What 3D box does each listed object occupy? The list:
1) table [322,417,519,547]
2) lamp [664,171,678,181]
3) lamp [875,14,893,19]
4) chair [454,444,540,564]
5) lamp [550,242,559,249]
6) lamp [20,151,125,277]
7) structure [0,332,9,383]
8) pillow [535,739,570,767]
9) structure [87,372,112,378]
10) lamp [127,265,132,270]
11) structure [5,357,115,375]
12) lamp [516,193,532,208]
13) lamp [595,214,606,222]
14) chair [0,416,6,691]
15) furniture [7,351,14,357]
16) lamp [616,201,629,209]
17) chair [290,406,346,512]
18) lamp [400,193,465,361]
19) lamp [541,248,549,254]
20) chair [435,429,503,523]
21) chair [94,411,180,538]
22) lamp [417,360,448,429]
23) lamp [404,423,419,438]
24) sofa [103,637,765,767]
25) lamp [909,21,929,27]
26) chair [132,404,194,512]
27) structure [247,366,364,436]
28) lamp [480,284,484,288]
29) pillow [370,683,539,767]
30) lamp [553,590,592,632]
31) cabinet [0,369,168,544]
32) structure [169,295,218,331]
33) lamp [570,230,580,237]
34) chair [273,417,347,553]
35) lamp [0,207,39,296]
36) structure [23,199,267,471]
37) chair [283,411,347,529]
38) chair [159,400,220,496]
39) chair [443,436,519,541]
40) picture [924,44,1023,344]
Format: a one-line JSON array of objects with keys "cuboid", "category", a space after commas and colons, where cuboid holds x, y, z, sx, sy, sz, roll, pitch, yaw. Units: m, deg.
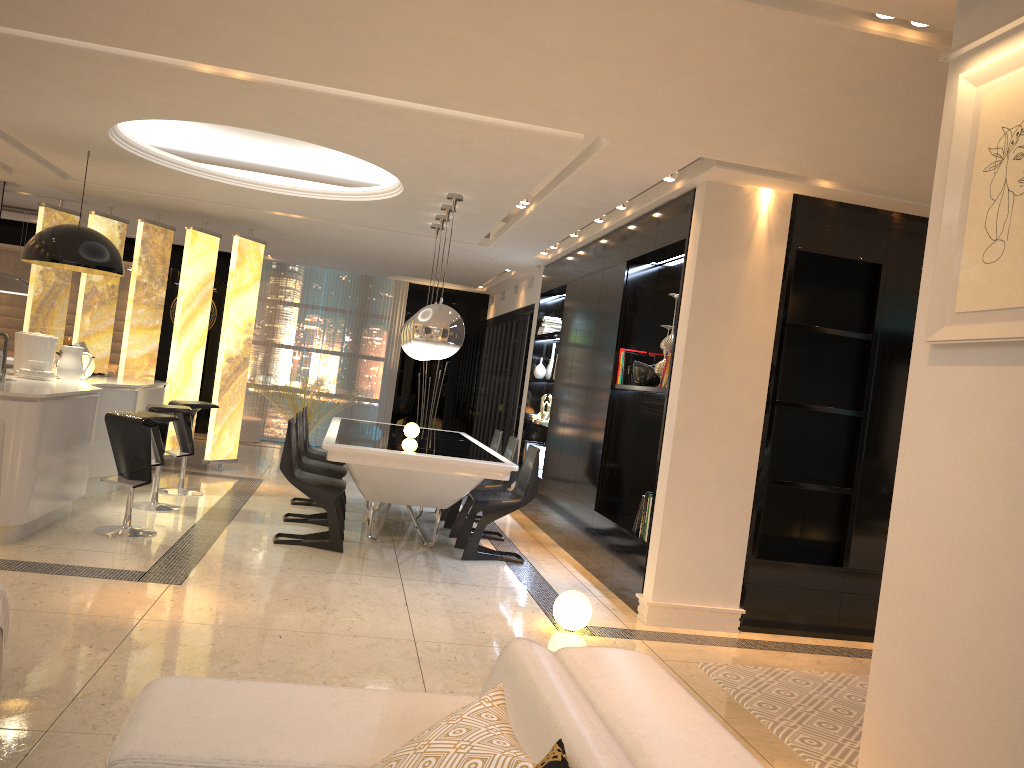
[{"cuboid": [-0.887, 0.808, 7.213, 1.293, 0.759, 3.031, 8, 0, -10], "category": "table"}, {"cuboid": [0.974, -1.315, 5.464, 0.107, 0.127, 0.107, 8, 0, -29], "category": "lamp"}, {"cuboid": [1.256, -1.282, 2.945, 0.107, 0.127, 0.107, 8, 0, -29], "category": "lamp"}, {"cuboid": [-0.106, 0.860, 6.591, 0.496, 0.858, 0.523, 8, 0, -10], "category": "chair"}, {"cuboid": [0.410, -1.384, 8.642, 0.107, 0.127, 0.107, 8, 0, -29], "category": "lamp"}, {"cuboid": [-3.256, -1.318, 6.702, 0.710, 0.898, 0.710, 7, 0, 0], "category": "lamp"}, {"cuboid": [-3.239, -0.172, 5.508, 0.177, 0.310, 0.089, 8, 0, -10], "category": "structure"}, {"cuboid": [-0.056, 0.702, 1.083, 0.323, 0.355, 0.524, 8, 0, -10], "category": "pillow"}, {"cuboid": [-3.869, -0.106, 7.758, 0.502, 0.026, 0.811, 8, 0, -10], "category": "structure"}, {"cuboid": [-5.791, -1.792, 13.469, 0.107, 0.127, 0.107, 8, 0, -29], "category": "lamp"}, {"cuboid": [-6.503, 0.046, 10.613, 2.912, 0.812, 1.659, 8, 0, -10], "category": "structure"}, {"cuboid": [0.089, -1.429, 6.804, 0.107, 0.127, 0.271, 8, 0, -10], "category": "lamp"}, {"cuboid": [0.694, -1.349, 7.041, 0.107, 0.127, 0.107, 8, 0, -29], "category": "lamp"}, {"cuboid": [-1.855, 0.555, 2.421, 1.027, 0.991, 0.983, 8, 0, -11], "category": "chair"}, {"cuboid": [-7.861, -0.124, 12.901, 1.312, 0.810, 1.107, 8, 0, -10], "category": "furniture"}, {"cuboid": [0.799, -1.336, 6.453, 0.107, 0.127, 0.107, 8, 0, -29], "category": "lamp"}, {"cuboid": [-1.677, 0.656, 7.926, 0.496, 0.858, 0.523, 8, 0, -10], "category": "chair"}, {"cuboid": [-0.622, -0.804, 7.251, 0.408, 1.226, 1.827, 8, 0, -10], "category": "lamp"}, {"cuboid": [0.332, -1.393, 9.084, 0.107, 0.127, 0.107, 8, 0, -29], "category": "lamp"}, {"cuboid": [-0.395, 0.825, 8.221, 0.496, 0.858, 0.523, 8, 0, -10], "category": "chair"}, {"cuboid": [-2.483, 0.581, 5.822, 0.380, 0.789, 0.380, 7, 0, 23], "category": "chair"}, {"cuboid": [-1.250, 0.246, 13.268, 0.418, 1.801, 0.200, 8, 0, -10], "category": "lamp"}, {"cuboid": [-0.806, 0.372, 7.123, 0.125, 0.125, 0.125, 7, 0, 40], "category": "lamp"}, {"cuboid": [-0.117, 0.902, 1.014, 1.145, 0.754, 2.328, 8, 0, -10], "category": "sofa"}, {"cuboid": [1.382, -1.266, 2.967, 0.107, 0.127, 0.107, 8, 0, -29], "category": "lamp"}, {"cuboid": [-2.697, 0.554, 6.803, 0.380, 0.789, 0.380, 8, 0, -27], "category": "chair"}, {"cuboid": [-2.912, 0.358, 12.405, 1.282, 1.142, 1.275, 7, 0, 36], "category": "structure"}, {"cuboid": [-0.459, -1.490, 13.133, 0.107, 0.127, 0.107, 8, 0, -29], "category": "lamp"}, {"cuboid": [-0.150, 0.725, 1.532, 0.351, 0.329, 0.521, 8, 0, -10], "category": "pillow"}, {"cuboid": [0.331, 1.239, 4.855, 0.212, 0.214, 0.213, 7, 0, 29], "category": "lamp"}, {"cuboid": [-3.534, 0.396, 6.659, 1.046, 0.887, 3.752, 8, 0, -10], "category": "cabinet"}, {"cuboid": [-4.621, -1.035, 12.874, 0.669, 0.669, 0.048, 8, 0, -10], "category": "structure"}, {"cuboid": [0.552, -1.366, 7.842, 0.107, 0.127, 0.107, 8, 0, -29], "category": "lamp"}, {"cuboid": [-1.378, 0.693, 6.236, 0.496, 0.858, 0.523, 8, 0, -10], "category": "chair"}, {"cuboid": [-6.288, -1.633, 10.633, 1.578, 0.995, 0.939, 8, 0, -10], "category": "lamp"}, {"cuboid": [-3.811, -0.477, 9.129, 2.180, 2.555, 0.448, 8, 0, -10], "category": "structure"}, {"cuboid": [-1.529, 0.674, 7.090, 0.496, 0.858, 0.523, 8, 0, -10], "category": "chair"}, {"cuboid": [-2.804, 0.542, 7.630, 0.380, 0.789, 0.380, 8, 0, -42], "category": "chair"}, {"cuboid": [-0.254, 0.842, 7.427, 0.496, 0.858, 0.523, 8, 0, -10], "category": "chair"}, {"cuboid": [1.215, -0.461, 2.078, 0.027, 0.729, 0.610, 8, 0, -10], "category": "picture"}]
